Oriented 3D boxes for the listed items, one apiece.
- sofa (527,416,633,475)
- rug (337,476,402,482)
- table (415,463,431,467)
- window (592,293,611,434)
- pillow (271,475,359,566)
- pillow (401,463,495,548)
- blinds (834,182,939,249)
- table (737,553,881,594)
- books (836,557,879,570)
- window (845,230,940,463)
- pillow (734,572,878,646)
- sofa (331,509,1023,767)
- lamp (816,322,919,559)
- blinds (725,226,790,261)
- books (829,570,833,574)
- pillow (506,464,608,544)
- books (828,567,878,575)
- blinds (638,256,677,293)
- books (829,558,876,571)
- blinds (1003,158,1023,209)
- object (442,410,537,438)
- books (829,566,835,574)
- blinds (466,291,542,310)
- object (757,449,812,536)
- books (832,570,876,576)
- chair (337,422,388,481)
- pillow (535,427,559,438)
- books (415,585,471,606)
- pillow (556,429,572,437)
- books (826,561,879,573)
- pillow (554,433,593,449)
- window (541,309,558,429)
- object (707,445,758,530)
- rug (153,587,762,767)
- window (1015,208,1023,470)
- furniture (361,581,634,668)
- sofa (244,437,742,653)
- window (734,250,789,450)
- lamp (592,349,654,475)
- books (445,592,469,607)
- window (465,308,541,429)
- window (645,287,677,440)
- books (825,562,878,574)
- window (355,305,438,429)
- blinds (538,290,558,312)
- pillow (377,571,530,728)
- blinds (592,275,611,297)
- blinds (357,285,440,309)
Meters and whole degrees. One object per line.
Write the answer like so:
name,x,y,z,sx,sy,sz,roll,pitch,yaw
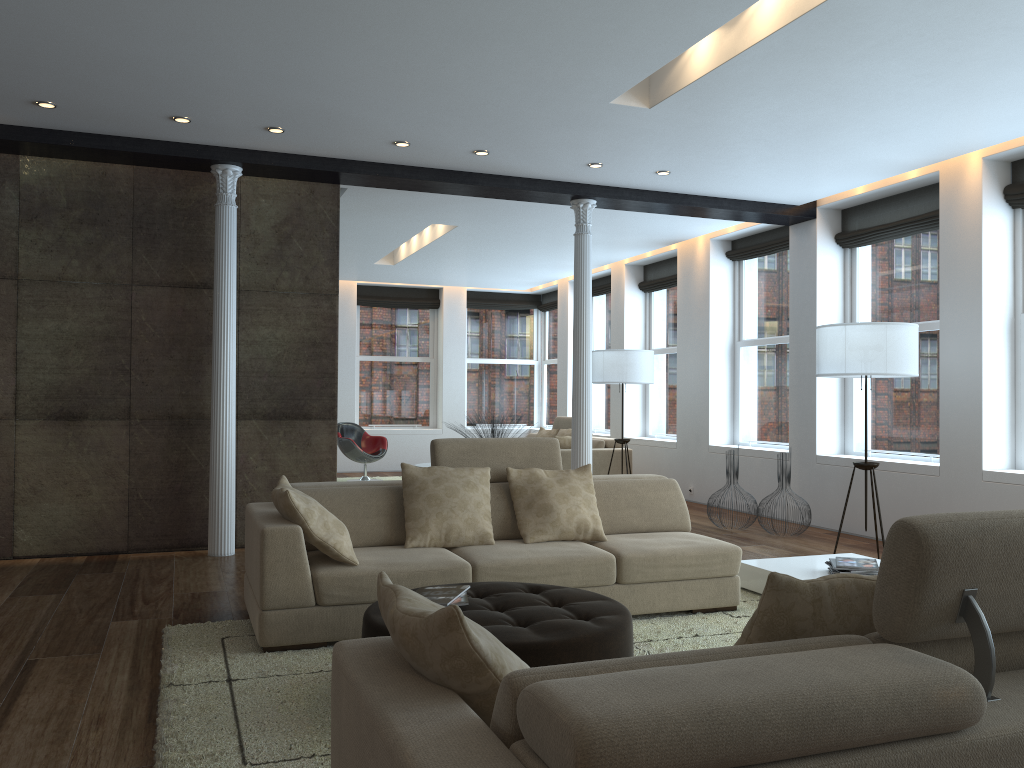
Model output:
sofa,0.532,0.908,11.668,1.018,0.950,2.581,1,-1,-21
rug,-0.663,1.356,11.234,2.972,0.020,4.231,1,-1,-21
table,-0.611,1.134,10.237,1.022,0.393,1.022,0,-1,24
window,1.431,-0.386,13.065,0.123,2.400,1.444,1,-1,-21
pillow,-0.971,0.661,4.331,0.395,0.393,0.518,1,-1,-17
pillow,-0.343,0.653,4.821,0.534,0.439,0.301,1,-1,-17
blinds,3.359,-1.478,7.744,0.183,0.395,1.431,1,-1,-21
table,1.958,1.178,5.222,0.900,0.170,0.900,1,-1,-21
books,1.955,1.017,5.033,0.220,0.010,0.300,0,-1,19
window,3.424,-0.463,7.753,0.123,2.400,1.432,1,-1,-21
pillow,0.702,0.612,2.037,0.534,0.439,0.301,1,-1,-24
sofa,0.934,0.745,2.136,2.581,0.950,1.021,1,-1,-21
lamp,2.576,0.442,6.451,0.698,1.728,0.698,0,-1,3
blinds,2.738,-1.513,9.447,0.156,0.275,1.396,1,-1,-21
books,1.930,1.084,5.038,0.220,0.010,0.300,0,-1,14
pillow,0.247,0.671,5.028,0.519,0.416,0.368,1,-1,-16
books,1.955,1.075,5.032,0.220,0.010,0.300,0,-1,-1
blinds,2.011,-1.426,11.382,0.156,0.393,1.342,1,-1,-21
books,1.931,1.026,5.039,0.220,0.010,0.300,0,-1,14
blinds,4.020,-1.496,6.028,0.156,0.424,1.439,1,-1,-21
object,-0.303,0.879,13.291,1.119,1.014,1.125,1,-1,-34
books,1.931,1.065,5.038,0.220,0.010,0.300,0,-1,14
blinds,-0.163,-1.418,15.156,1.442,0.312,0.155,1,-1,-21
object,2.399,0.941,7.817,0.458,0.781,0.458,1,-1,-21
books,1.955,1.055,5.032,0.220,0.010,0.300,0,-1,29
chair,-2.109,0.950,12.450,0.810,0.818,0.669,1,-1,-41
pillow,0.402,0.794,12.017,0.368,0.416,0.519,1,-1,-25
books,-0.315,0.854,3.571,0.220,0.040,0.301,0,-1,14
pillow,0.634,0.775,11.437,0.301,0.439,0.534,1,-1,-24
books,1.955,1.036,5.032,0.220,0.010,0.300,1,-1,-6
pillow,0.678,0.784,10.641,0.518,0.393,0.395,1,-1,-24
window,4.396,0.411,22.681,34.761,17.917,13.698,1,-1,-21
object,2.032,0.944,8.177,0.458,0.781,0.458,1,-1,-21
rug,0.760,1.238,3.808,4.231,0.020,2.972,1,-1,-21
window,4.069,-0.487,6.034,0.123,2.400,1.442,1,-1,-21
furniture,-0.056,1.039,3.480,1.057,0.355,1.057,1,-1,-19
sofa,-0.101,0.785,4.895,2.581,0.950,1.021,1,-1,-21
window,2.788,-0.438,9.449,0.123,2.400,1.391,1,-1,-21
lamp,1.245,0.492,9.998,0.698,1.728,0.698,0,-1,3
books,-0.290,0.861,3.564,0.219,0.031,0.300,1,-1,-6
window,-0.188,-0.361,15.224,1.474,2.400,0.123,1,-1,-21
window,2.061,-0.410,11.385,0.123,2.400,1.345,1,-1,-21
books,1.931,1.045,5.038,0.220,0.010,0.300,0,-1,4
window,-1.919,-0.386,14.582,1.420,2.400,0.123,1,-1,-21
blinds,0.744,-1.410,14.760,0.156,0.327,1.377,1,-1,-21
pillow,-0.094,0.627,1.992,0.395,0.393,0.518,1,-1,-24
blinds,1.382,-1.461,13.060,0.156,0.275,1.442,1,-1,-21
blinds,-1.878,-1.417,14.512,1.422,0.363,0.156,1,-1,-21
